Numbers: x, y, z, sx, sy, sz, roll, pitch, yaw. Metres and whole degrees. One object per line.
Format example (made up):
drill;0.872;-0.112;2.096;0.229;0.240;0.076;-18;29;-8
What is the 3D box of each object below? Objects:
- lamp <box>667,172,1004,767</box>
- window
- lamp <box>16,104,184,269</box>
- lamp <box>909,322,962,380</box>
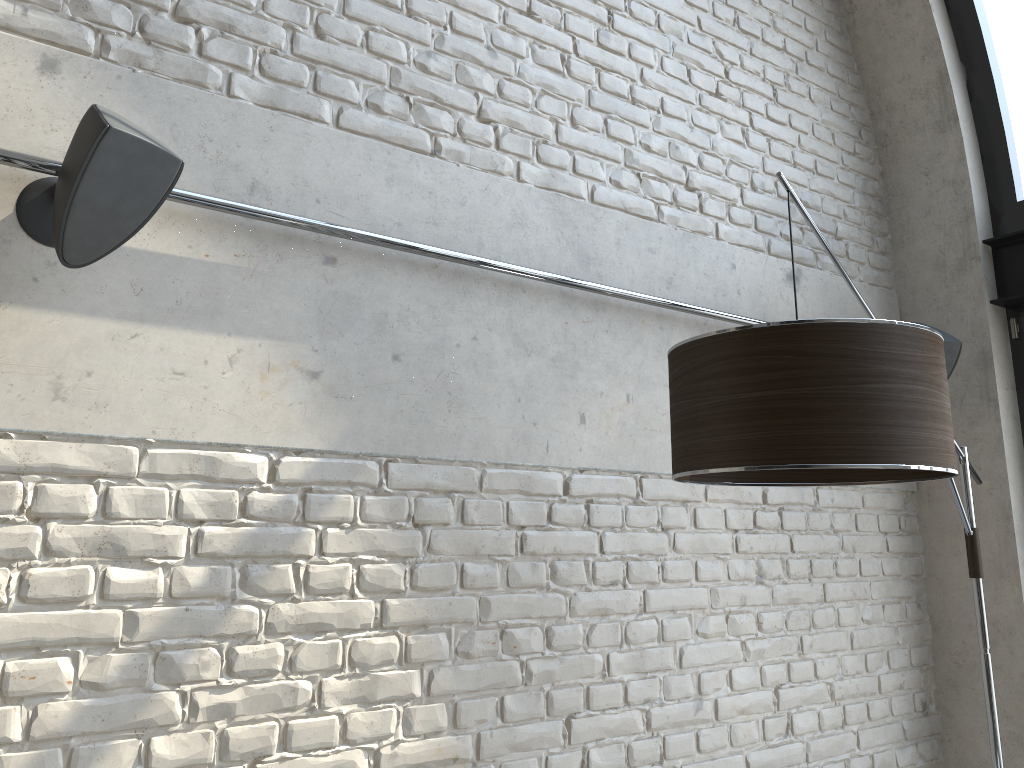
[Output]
lamp;1.030;0.773;2.187;0.553;2.361;1.830;-11;-16;40
window;2.012;-1.065;0.955;2.853;5.570;4.245;9;-15;-35
lamp;-0.780;-0.358;1.640;0.356;0.310;0.176;-8;-15;35
lamp;1.434;-0.070;3.199;0.177;0.310;0.353;4;-12;-17
